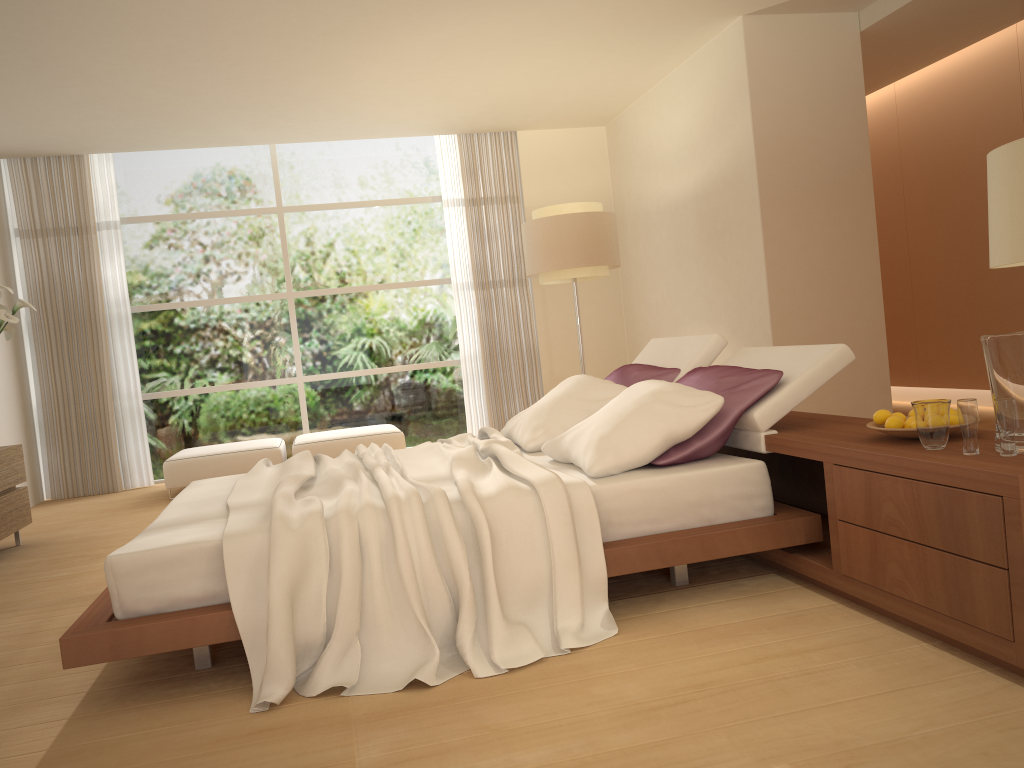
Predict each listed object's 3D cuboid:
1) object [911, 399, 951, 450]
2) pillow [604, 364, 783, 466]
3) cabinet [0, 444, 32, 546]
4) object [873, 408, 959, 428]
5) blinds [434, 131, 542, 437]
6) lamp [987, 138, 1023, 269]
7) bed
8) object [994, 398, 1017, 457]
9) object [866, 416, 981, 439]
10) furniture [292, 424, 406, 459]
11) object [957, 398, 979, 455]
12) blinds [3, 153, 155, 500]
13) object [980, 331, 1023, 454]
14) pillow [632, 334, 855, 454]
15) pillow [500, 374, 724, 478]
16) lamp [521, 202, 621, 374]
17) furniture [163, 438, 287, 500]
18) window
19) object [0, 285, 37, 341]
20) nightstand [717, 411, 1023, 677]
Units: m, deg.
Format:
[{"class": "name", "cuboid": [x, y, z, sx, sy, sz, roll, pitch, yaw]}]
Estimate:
[{"class": "object", "cuboid": [1.247, 0.121, 2.627, 0.110, 0.141, 0.110, -5, 3, 30]}, {"class": "pillow", "cuboid": [0.610, 0.106, 4.149, 0.575, 0.369, 1.683, -7, 3, -12]}, {"class": "cabinet", "cuboid": [-3.097, 0.802, 4.029, 0.588, 0.662, 3.713, -7, 3, -12]}, {"class": "object", "cuboid": [1.317, 0.120, 2.884, 0.230, 0.084, 0.259, -9, 4, -43]}, {"class": "blinds", "cuboid": [-0.215, -1.089, 8.926, 0.814, 3.351, 0.202, -7, 3, -13]}, {"class": "lamp", "cuboid": [1.019, -1.437, 1.599, 0.451, 2.399, 0.451, -7, 3, -14]}, {"class": "bed", "cuboid": [-0.344, 0.561, 3.897, 2.535, 0.570, 2.599, -7, 3, -12]}, {"class": "object", "cuboid": [1.336, 0.117, 2.396, 0.052, 0.154, 0.052, -6, 3, 6]}, {"class": "object", "cuboid": [1.330, 0.147, 2.870, 0.337, 0.053, 0.337, -6, 3, 1]}, {"class": "furniture", "cuboid": [-1.475, 0.601, 8.006, 0.965, 0.346, 0.964, -7, 3, -12]}, {"class": "object", "cuboid": [1.275, 0.120, 2.474, 0.052, 0.154, 0.052, -6, 3, 6]}, {"class": "blinds", "cuboid": [-3.993, -0.649, 8.142, 0.950, 3.352, 0.211, -7, 3, -14]}, {"class": "object", "cuboid": [1.406, 0.020, 2.442, 0.159, 0.328, 0.227, -9, 4, -44]}, {"class": "pillow", "cuboid": [0.918, -0.004, 4.226, 0.461, 0.457, 1.779, -7, 3, -13]}, {"class": "pillow", "cuboid": [0.350, 0.151, 4.085, 0.561, 0.339, 1.720, -7, 3, -12]}, {"class": "lamp", "cuboid": [0.554, -0.421, 7.236, 0.817, 2.018, 0.817, -5, 3, 30]}, {"class": "furniture", "cuboid": [-2.480, 0.718, 7.783, 0.965, 0.346, 0.964, -7, 3, -12]}, {"class": "window", "cuboid": [-2.204, -0.880, 8.801, 4.781, 3.371, 0.071, -7, 3, -12]}, {"class": "object", "cuboid": [-3.337, -0.130, 5.642, 0.608, 1.085, 0.515, -4, 3, 36]}, {"class": "nightstand", "cuboid": [1.021, 0.413, 4.255, 0.493, 0.539, 4.220, -7, 3, -12]}]
